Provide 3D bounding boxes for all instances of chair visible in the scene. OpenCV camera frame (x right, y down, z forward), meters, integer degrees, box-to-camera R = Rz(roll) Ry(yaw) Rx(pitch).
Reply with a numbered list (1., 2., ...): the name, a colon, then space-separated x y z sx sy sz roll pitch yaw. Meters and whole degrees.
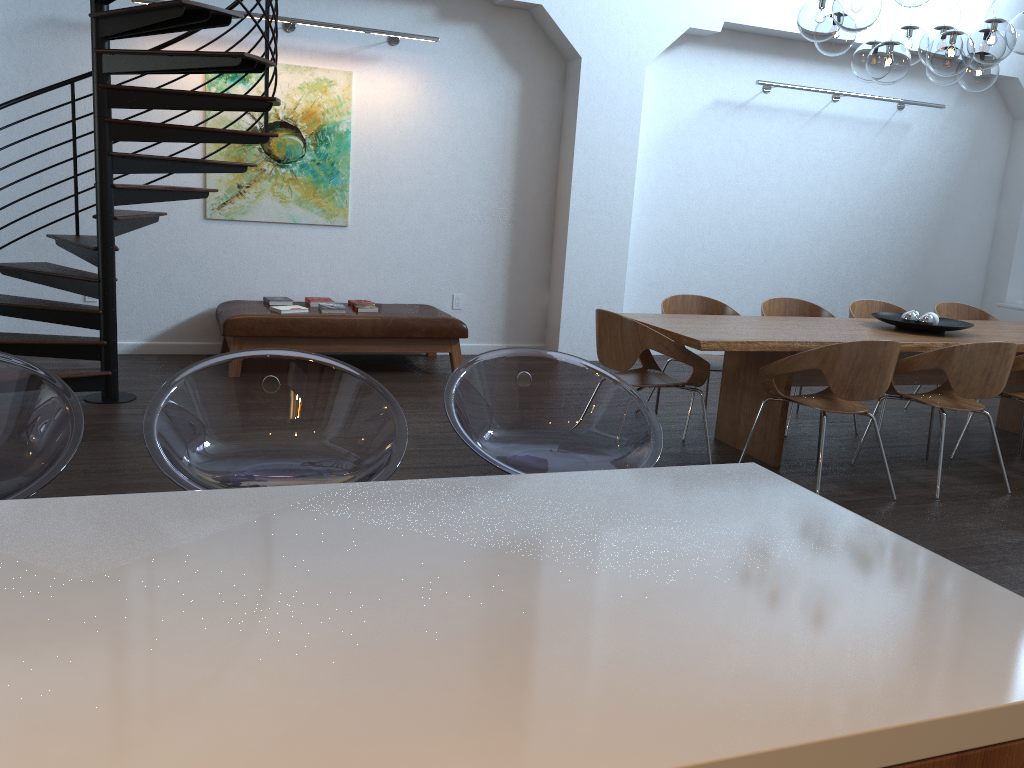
1. chair: 1.240 -0.130 5.734 0.629 0.830 0.617 -1 13 -21
2. chair: 1.960 -0.135 6.002 0.629 0.833 0.618 0 13 -19
3. chair: -0.507 0.464 1.925 0.530 1.014 0.481 -1 13 -23
4. chair: 1.648 0.130 4.653 0.629 0.833 0.618 -1 13 -23
5. chair: 2.383 0.126 4.914 0.629 0.833 0.618 -1 13 -21
6. chair: -1.108 0.467 1.713 0.530 1.014 0.481 -1 13 -23
7. chair: 3.097 0.118 5.186 0.629 0.833 0.618 -1 13 -21
8. chair: 0.074 0.452 2.175 0.530 1.014 0.481 0 13 -19
9. chair: 2.667 -0.148 6.291 0.629 0.833 0.618 -1 13 -21
10. chair: 3.401 -0.153 6.557 0.629 0.833 0.618 -1 13 -21
11. chair: 0.735 0.006 4.935 0.618 0.833 0.629 -2 13 -26

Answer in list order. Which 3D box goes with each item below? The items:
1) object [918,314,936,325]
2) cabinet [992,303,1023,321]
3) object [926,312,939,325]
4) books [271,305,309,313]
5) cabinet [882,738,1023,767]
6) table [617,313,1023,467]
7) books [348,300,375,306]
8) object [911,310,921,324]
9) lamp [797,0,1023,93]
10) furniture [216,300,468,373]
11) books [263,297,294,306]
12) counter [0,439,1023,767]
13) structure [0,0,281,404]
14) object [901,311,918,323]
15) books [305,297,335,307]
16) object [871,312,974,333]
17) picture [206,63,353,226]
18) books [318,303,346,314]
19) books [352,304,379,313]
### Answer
1. object: 2.576 -0.386 5.508 0.100 0.100 0.100 9 13 23
2. cabinet: 6.333 0.045 7.085 0.478 0.626 5.580 -1 13 -21
3. object: 2.636 -0.402 5.590 0.100 0.100 0.100 9 13 23
4. books: -1.642 -0.552 6.553 0.223 0.031 0.161 -7 16 -42
5. cabinet: -1.489 0.736 0.818 4.493 0.796 0.898 -1 13 -21
6. table: 2.531 0.026 5.631 3.803 0.750 1.012 -1 13 -21
7. books: -1.208 -0.647 7.124 0.161 0.036 0.224 -2 13 -26
8. object: 2.542 -0.418 5.623 0.100 0.100 0.100 9 13 23
9. lamp: 2.431 -2.751 4.922 1.787 2.140 0.849 -1 13 -22
10. furniture: -1.341 -0.369 6.931 1.819 0.453 0.907 -1 13 -21
11. books: -1.821 -0.646 6.907 0.183 0.044 0.254 -2 13 -26
12. counter: -0.289 0.497 2.224 3.039 0.860 8.182 14 15 38
13. structure: -2.343 -2.035 5.045 1.998 4.352 1.998 11 14 29
14. object: 2.483 -0.405 5.542 0.100 0.100 0.100 9 13 23
15. books: -1.516 -0.647 7.003 0.197 0.043 0.283 -1 13 -21
16. object: 2.555 -0.372 5.543 0.592 0.066 0.592 10 13 26
17. picture: -1.803 -1.865 6.900 1.095 1.200 0.010 -1 13 -21
18. books: -1.361 -0.572 6.711 0.185 0.040 0.247 0 13 -18
19. books: -1.133 -0.586 6.858 0.161 0.032 0.224 -1 13 -21
